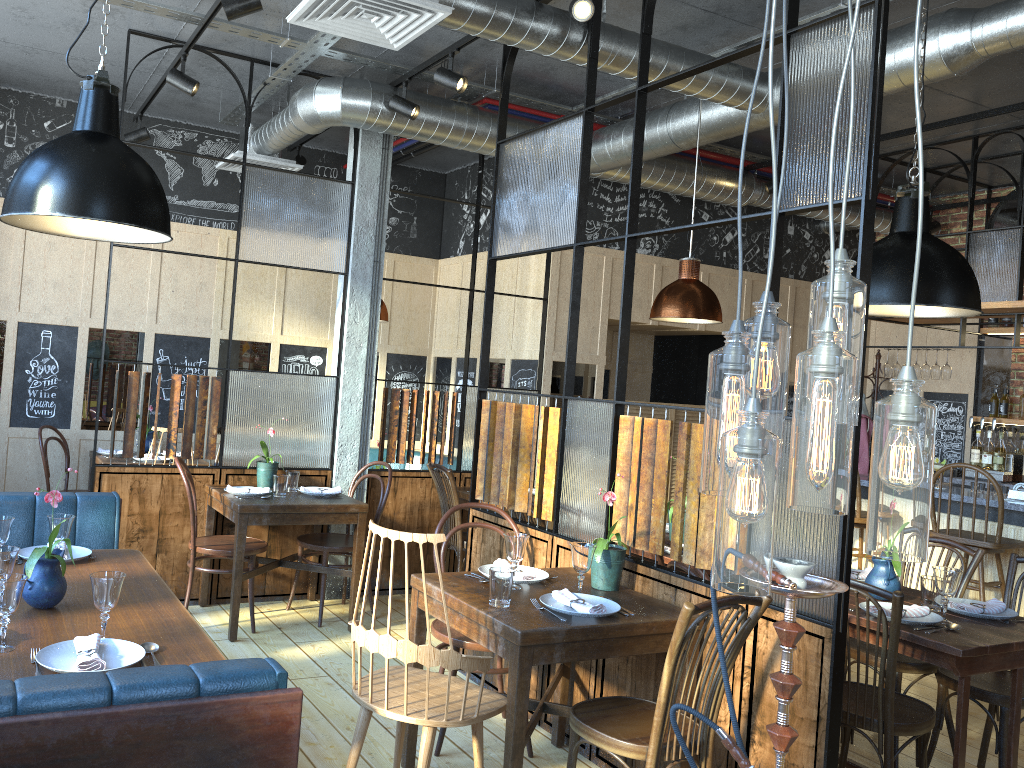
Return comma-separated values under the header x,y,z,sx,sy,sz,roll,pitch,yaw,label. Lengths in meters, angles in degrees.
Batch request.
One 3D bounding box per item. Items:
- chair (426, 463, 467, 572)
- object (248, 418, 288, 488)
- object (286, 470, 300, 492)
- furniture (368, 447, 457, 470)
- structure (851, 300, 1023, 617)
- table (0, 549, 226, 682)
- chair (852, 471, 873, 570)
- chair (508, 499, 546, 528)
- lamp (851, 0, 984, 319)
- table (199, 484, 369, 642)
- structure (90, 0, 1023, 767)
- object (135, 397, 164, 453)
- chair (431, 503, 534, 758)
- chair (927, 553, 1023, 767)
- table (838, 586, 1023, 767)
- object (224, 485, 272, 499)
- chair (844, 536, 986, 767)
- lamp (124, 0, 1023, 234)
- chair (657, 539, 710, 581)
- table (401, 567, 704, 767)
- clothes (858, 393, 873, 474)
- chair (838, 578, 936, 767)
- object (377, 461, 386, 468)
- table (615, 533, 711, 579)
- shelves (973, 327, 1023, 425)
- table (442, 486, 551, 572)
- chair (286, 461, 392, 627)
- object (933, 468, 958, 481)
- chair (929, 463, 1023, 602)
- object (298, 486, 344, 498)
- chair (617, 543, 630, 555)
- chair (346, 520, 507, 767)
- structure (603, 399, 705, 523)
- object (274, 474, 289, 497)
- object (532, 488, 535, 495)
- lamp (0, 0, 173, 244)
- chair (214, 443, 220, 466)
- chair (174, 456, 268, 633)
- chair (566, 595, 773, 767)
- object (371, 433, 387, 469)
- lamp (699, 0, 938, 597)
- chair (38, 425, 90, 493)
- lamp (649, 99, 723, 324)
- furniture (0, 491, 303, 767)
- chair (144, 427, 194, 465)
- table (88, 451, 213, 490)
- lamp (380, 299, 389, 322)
x,y,z,sx,sy,sz,roll,pitch,yaw,label
-0.280,0.980,5.685,0.503,0.915,0.420,4,-1,-25,chair
-1.480,0.414,5.332,0.153,0.427,0.193,4,-1,31,object
-1.308,0.579,5.240,0.088,0.119,0.081,4,-1,29,object
-1.054,0.970,6.938,1.431,0.822,1.502,4,0,-30,furniture
3.577,0.635,5.763,1.670,2.174,2.435,4,0,-30,structure
-1.522,1.027,2.822,0.790,0.661,1.603,4,0,-31,table
2.305,1.035,5.912,0.406,1.195,0.442,4,-1,-11,chair
0.227,1.020,4.424,0.503,0.915,0.420,4,-1,-25,chair
1.599,-0.945,3.489,0.516,1.326,0.543,4,-1,-18,lamp
-1.347,1.002,5.116,0.720,0.727,0.781,4,0,-30,table
1.844,-0.064,4.999,6.131,3.327,5.743,4,0,44,structure
-2.801,0.311,6.749,0.208,0.431,0.142,5,-1,-34,object
-0.125,0.996,3.685,0.433,0.921,0.556,4,-1,-9,chair
1.951,1.149,3.459,0.503,0.915,0.420,4,-1,-25,chair
1.440,1.210,3.435,0.698,0.728,1.073,4,0,-31,table
-1.492,0.601,4.995,0.259,0.051,0.337,4,0,-27,object
1.685,1.129,3.808,0.500,0.915,0.422,5,-1,-30,chair
1.763,-1.462,4.581,6.012,0.274,7.522,4,0,-30,lamp
0.807,1.066,3.361,0.539,0.921,0.446,4,-1,-13,chair
0.110,1.113,3.147,0.720,0.727,0.781,4,0,-30,table
2.980,0.474,7.630,0.240,0.792,0.271,4,-1,-4,clothes
1.215,1.096,3.037,0.425,0.915,0.496,3,-1,45,chair
-0.998,0.687,6.691,0.103,0.192,0.094,4,-1,31,object
0.826,1.162,4.441,0.698,0.728,1.073,4,0,-31,table
4.456,-0.018,6.229,0.580,0.746,2.206,4,0,-31,shelves
0.024,1.101,5.866,0.720,0.727,0.781,4,0,-30,table
-1.026,0.927,5.308,0.524,0.921,0.458,5,-1,-38,chair
3.388,1.186,7.195,0.404,1.035,0.393,4,-1,5,object
2.746,1.069,5.247,0.394,1.195,0.454,5,-1,-36,chair
-1.142,0.627,5.234,0.259,0.051,0.337,4,0,-27,object
0.581,1.047,4.082,0.503,0.915,0.420,4,-1,-25,chair
-0.297,0.949,2.848,0.559,1.006,0.431,4,-1,32,chair
3.091,0.790,5.601,5.234,0.995,1.211,4,0,35,structure
-1.316,0.579,5.007,0.088,0.119,0.081,4,-1,29,object
0.218,0.724,5.978,0.259,0.051,0.337,4,0,-27,object
-1.324,-1.158,2.866,0.519,1.326,0.539,4,-1,-13,lamp
-2.288,0.831,6.653,0.424,0.915,0.497,4,-1,34,chair
-1.650,0.882,4.958,0.539,0.921,0.446,4,-1,-13,chair
0.431,1.039,2.688,0.387,0.915,0.545,5,-1,-36,chair
-0.964,0.571,6.415,0.134,0.431,0.222,4,-1,-12,object
0.594,-0.757,1.341,0.500,2.120,0.290,4,-1,-4,lamp
-3.108,0.772,6.283,0.553,0.921,0.435,4,-1,3,chair
0.946,-0.991,4.565,0.385,1.335,0.352,4,-1,33,lamp
-1.750,0.929,2.707,1.310,0.822,2.719,4,0,-31,furniture
-2.437,0.784,6.070,0.510,1.006,0.472,5,-1,-43,chair
-2.684,0.901,6.458,0.720,0.727,0.781,4,0,-30,table
-1.052,-1.142,6.570,0.385,1.335,0.352,4,-1,33,lamp
